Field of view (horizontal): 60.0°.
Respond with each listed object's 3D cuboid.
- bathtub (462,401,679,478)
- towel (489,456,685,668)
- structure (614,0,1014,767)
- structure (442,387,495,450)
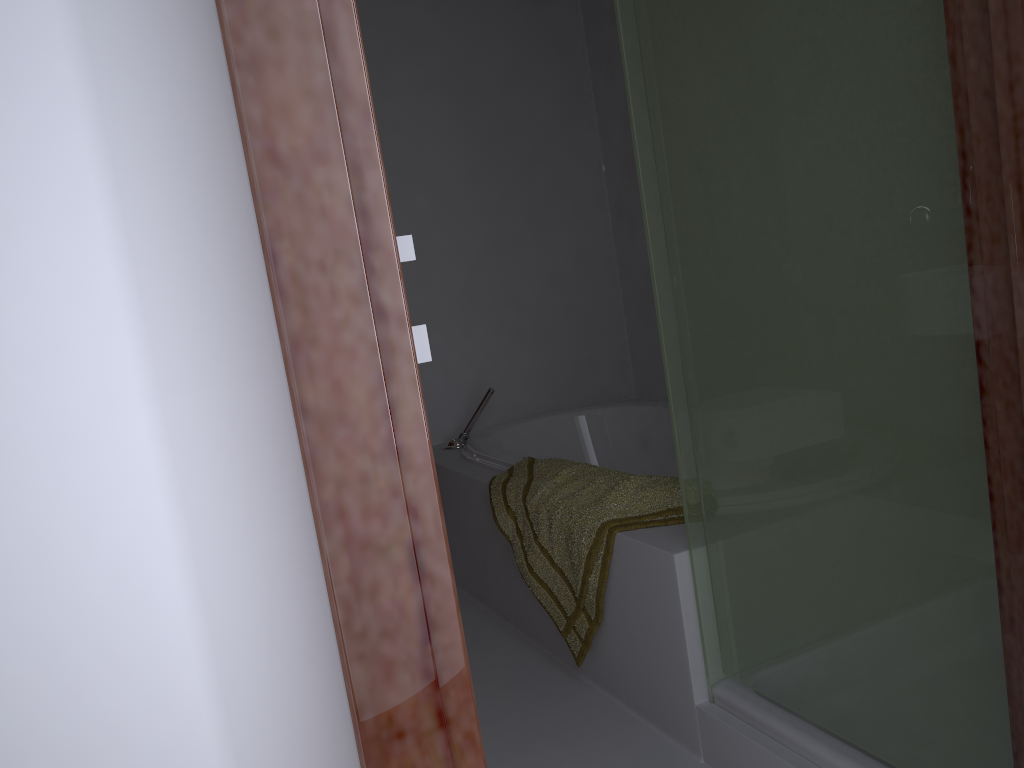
[{"bbox_3d":[0.454,0.377,2.822,0.881,0.424,1.683,-12,8,-24],"label":"bathtub"},{"bbox_3d":[0.225,0.450,2.363,0.349,0.452,0.890,-13,8,-29],"label":"towel"},{"bbox_3d":[0.875,-0.308,1.588,1.015,2.079,0.765,-12,8,-24],"label":"structure"},{"bbox_3d":[-0.157,0.146,3.327,0.239,0.257,0.112,-8,7,7],"label":"structure"}]
